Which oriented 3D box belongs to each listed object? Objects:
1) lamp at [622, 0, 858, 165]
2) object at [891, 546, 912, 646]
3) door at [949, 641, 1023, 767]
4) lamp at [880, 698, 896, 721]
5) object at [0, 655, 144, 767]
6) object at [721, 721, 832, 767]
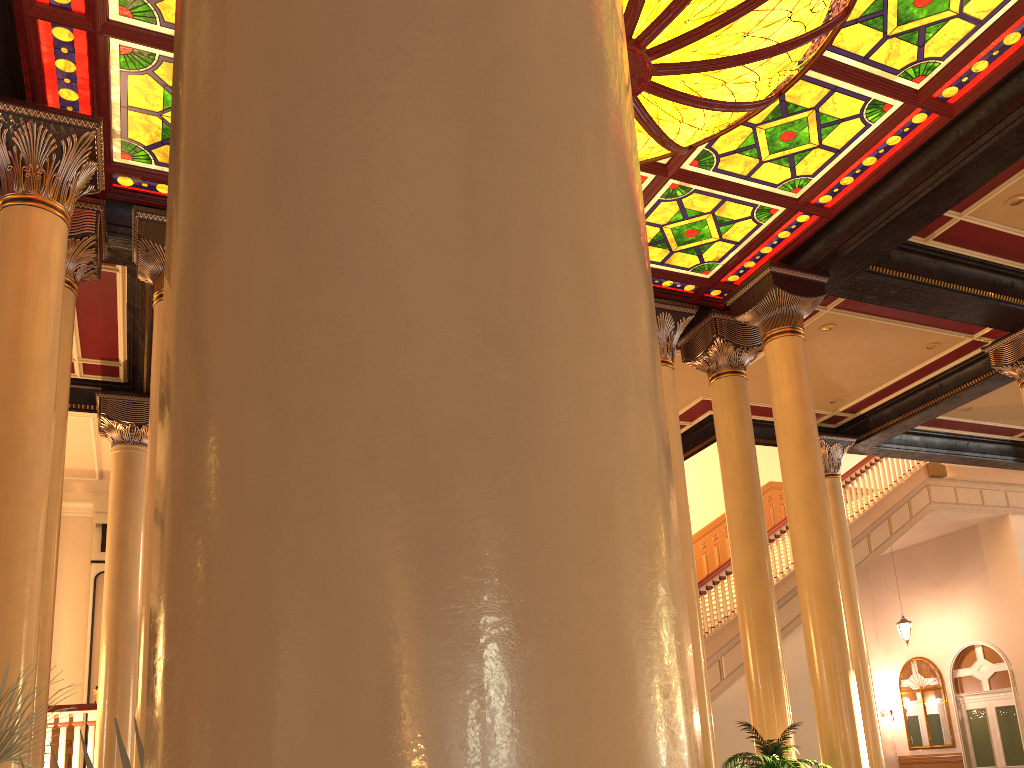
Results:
[{"bbox_3d":[0.523,-1.955,4.805,3.104,0.577,3.044,6,-26,-26],"label":"lamp"},{"bbox_3d":[-3.468,1.824,7.152,31.552,4.126,0.663,17,-25,-41],"label":"object"},{"bbox_3d":[9.314,6.719,16.875,0.208,3.328,1.494,2,-17,-23],"label":"door"},{"bbox_3d":[8.166,7.057,18.831,0.277,0.476,0.375,3,-20,-24],"label":"lamp"},{"bbox_3d":[-0.656,1.382,0.968,2.128,2.176,1.862,3,-20,-22],"label":"object"},{"bbox_3d":[1.957,3.532,6.356,1.061,2.059,1.101,-11,-18,22],"label":"object"}]
